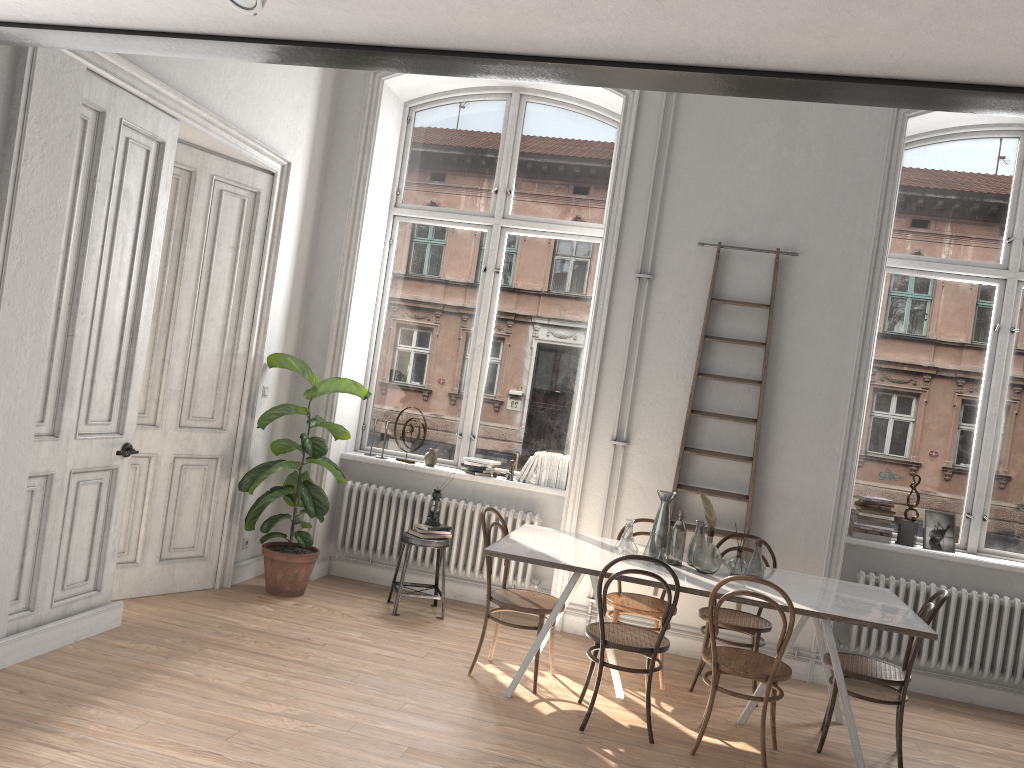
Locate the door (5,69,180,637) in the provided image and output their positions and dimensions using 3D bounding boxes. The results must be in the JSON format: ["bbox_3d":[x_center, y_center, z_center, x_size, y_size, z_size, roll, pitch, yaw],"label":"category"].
[{"bbox_3d":[-2.177,-0.080,4.371,0.216,2.814,1.097,8,0,14],"label":"door"}]

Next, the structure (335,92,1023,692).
[{"bbox_3d":[1.450,-0.380,6.106,5.180,4.474,0.340,8,0,12],"label":"structure"}]

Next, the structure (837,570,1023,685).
[{"bbox_3d":[2.994,1.618,5.799,1.577,0.552,0.194,8,0,12],"label":"structure"}]

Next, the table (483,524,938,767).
[{"bbox_3d":[0.976,1.413,4.892,2.199,0.780,1.100,8,0,12],"label":"table"}]

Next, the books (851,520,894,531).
[{"bbox_3d":[2.473,0.968,6.091,0.255,0.014,0.193,8,0,15],"label":"books"}]

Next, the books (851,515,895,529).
[{"bbox_3d":[2.475,0.947,6.093,0.245,0.028,0.193,8,0,7],"label":"books"}]

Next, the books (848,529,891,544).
[{"bbox_3d":[2.448,1.040,6.080,0.248,0.043,0.192,8,0,12],"label":"books"}]

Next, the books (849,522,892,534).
[{"bbox_3d":[2.458,0.985,6.078,0.249,0.023,0.175,8,0,13],"label":"books"}]

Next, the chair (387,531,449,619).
[{"bbox_3d":[-0.633,1.310,6.146,0.364,0.523,0.360,8,0,-14],"label":"chair"}]

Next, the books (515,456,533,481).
[{"bbox_3d":[0.101,0.630,6.622,0.105,0.194,0.155,8,0,11],"label":"books"}]

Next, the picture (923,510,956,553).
[{"bbox_3d":[2.893,1.001,6.045,0.221,0.264,0.149,8,0,-4],"label":"picture"}]

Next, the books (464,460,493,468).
[{"bbox_3d":[-0.251,0.602,6.666,0.205,0.020,0.155,8,0,2],"label":"books"}]

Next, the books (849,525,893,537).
[{"bbox_3d":[2.454,1.008,6.078,0.249,0.023,0.175,8,0,8],"label":"books"}]

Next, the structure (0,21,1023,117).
[{"bbox_3d":[0.232,-1.401,0.226,5.925,1.213,4.159,8,0,12],"label":"structure"}]

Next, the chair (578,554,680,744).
[{"bbox_3d":[0.594,1.286,4.534,0.438,0.920,0.549,8,0,8],"label":"chair"}]

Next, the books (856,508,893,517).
[{"bbox_3d":[2.489,0.879,6.087,0.205,0.022,0.155,8,0,7],"label":"books"}]

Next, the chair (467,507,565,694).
[{"bbox_3d":[0.038,1.206,5.074,0.549,0.920,0.438,8,0,20],"label":"chair"}]

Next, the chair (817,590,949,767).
[{"bbox_3d":[1.917,1.480,4.642,0.549,0.920,0.438,8,0,25],"label":"chair"}]

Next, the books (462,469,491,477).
[{"bbox_3d":[-0.267,0.666,6.685,0.147,0.023,0.221,8,0,-29],"label":"books"}]

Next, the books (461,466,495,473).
[{"bbox_3d":[-0.258,0.644,6.680,0.205,0.022,0.155,8,0,32],"label":"books"}]

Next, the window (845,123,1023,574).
[{"bbox_3d":[10.712,-3.594,7.682,14.381,15.936,26.404,8,0,12],"label":"window"}]

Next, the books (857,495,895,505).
[{"bbox_3d":[2.498,0.794,6.097,0.201,0.024,0.159,8,0,2],"label":"books"}]

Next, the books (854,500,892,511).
[{"bbox_3d":[2.482,0.835,6.090,0.231,0.023,0.162,8,0,28],"label":"books"}]

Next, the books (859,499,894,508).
[{"bbox_3d":[2.498,0.816,6.087,0.205,0.020,0.155,8,0,12],"label":"books"}]

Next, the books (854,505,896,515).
[{"bbox_3d":[2.487,0.858,6.088,0.243,0.019,0.174,8,0,12],"label":"books"}]

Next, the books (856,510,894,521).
[{"bbox_3d":[2.491,0.901,6.092,0.222,0.024,0.158,8,0,12],"label":"books"}]

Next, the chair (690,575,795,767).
[{"bbox_3d":[1.152,1.367,4.376,0.437,0.920,0.549,8,0,23],"label":"chair"}]

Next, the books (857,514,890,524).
[{"bbox_3d":[2.483,0.923,6.087,0.205,0.022,0.155,8,0,26],"label":"books"}]

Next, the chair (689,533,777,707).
[{"bbox_3d":[1.368,1.402,5.408,0.437,0.920,0.549,8,0,19],"label":"chair"}]

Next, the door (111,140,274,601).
[{"bbox_3d":[-2.095,-0.064,5.542,0.216,2.814,1.097,9,0,37],"label":"door"}]

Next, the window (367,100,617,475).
[{"bbox_3d":[-0.167,-0.792,6.880,1.622,2.843,0.013,8,0,12],"label":"window"}]

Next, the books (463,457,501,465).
[{"bbox_3d":[-0.224,0.580,6.682,0.243,0.019,0.174,8,0,22],"label":"books"}]

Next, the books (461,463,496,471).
[{"bbox_3d":[-0.253,0.622,6.678,0.221,0.023,0.147,8,0,28],"label":"books"}]

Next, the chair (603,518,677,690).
[{"bbox_3d":[0.797,1.318,5.451,0.437,0.920,0.549,8,0,10],"label":"chair"}]
